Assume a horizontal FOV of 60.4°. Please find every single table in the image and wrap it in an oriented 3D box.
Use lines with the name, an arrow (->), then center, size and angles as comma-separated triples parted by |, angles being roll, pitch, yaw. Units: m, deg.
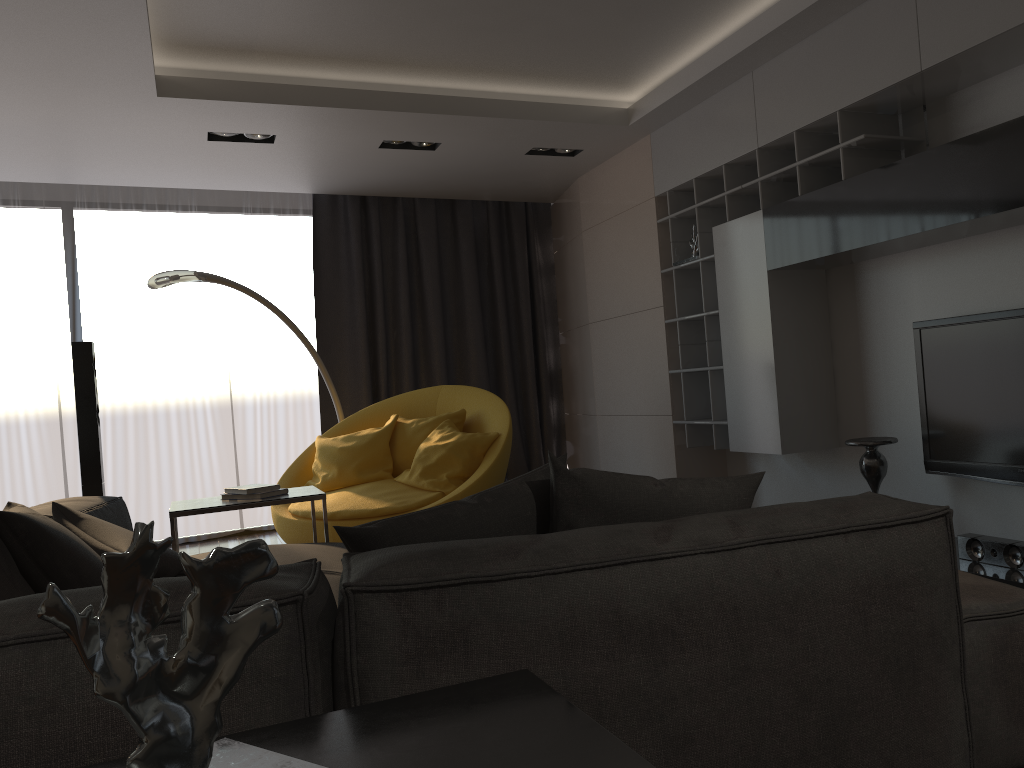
table -> -0.169, 0.681, 0.861 | 0.626, 0.563, 0.432 | -4, 0, -23
table -> -1.128, 0.774, 3.818 | 0.626, 0.563, 0.432 | -4, 0, -23

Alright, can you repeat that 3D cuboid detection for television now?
television -> 2.097, 0.052, 3.542 | 0.150, 0.714, 1.058 | -4, 0, -20

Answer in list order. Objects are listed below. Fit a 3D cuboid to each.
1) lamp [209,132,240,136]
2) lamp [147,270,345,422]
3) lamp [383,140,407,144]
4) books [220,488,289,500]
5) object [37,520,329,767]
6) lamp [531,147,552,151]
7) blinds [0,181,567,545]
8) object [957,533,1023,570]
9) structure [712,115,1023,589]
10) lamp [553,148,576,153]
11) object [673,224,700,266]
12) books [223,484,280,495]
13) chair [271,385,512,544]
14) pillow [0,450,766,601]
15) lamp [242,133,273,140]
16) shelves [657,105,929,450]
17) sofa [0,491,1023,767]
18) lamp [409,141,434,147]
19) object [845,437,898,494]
lamp -> -1.639, -1.450, 5.010 | 0.185, 0.077, 0.169 | -4, 0, -27
lamp -> -0.487, 0.132, 6.588 | 4.474, 1.779, 0.550 | -4, -1, -43
lamp -> -0.723, -1.518, 5.423 | 0.178, 0.077, 0.175 | -4, 0, -3
books -> -1.122, 0.479, 3.834 | 0.222, 0.023, 0.170 | -5, 0, 27
object -> -0.315, 0.265, 0.784 | 0.270, 0.287, 0.299 | -5, -1, 38
lamp -> 0.193, -1.586, 5.836 | 0.178, 0.077, 0.175 | -4, 0, -3
blinds -> -3.045, -0.225, 5.913 | 7.867, 2.894, 0.712 | -4, 0, -31
object -> 1.923, 0.660, 3.463 | 0.075, 0.094, 0.346 | -4, 0, -20
structure -> 1.813, -0.067, 3.771 | 0.499, 1.766, 2.771 | -4, 0, -20
lamp -> 0.364, -1.599, 5.913 | 0.181, 0.077, 0.173 | -4, 0, -10
object -> 1.167, -0.856, 5.367 | 0.296, 0.227, 0.273 | -4, 0, -22
books -> -1.136, 0.458, 3.841 | 0.194, 0.022, 0.163 | -5, -1, 44
chair -> -0.689, 0.527, 5.202 | 1.443, 1.005, 1.193 | -5, 0, 34
pillow -> -0.619, 0.395, 1.875 | 2.006, 0.431, 1.105 | -5, 0, 29
lamp -> -1.468, -1.463, 5.087 | 0.181, 0.077, 0.173 | -4, 0, -10
shelves -> 1.464, -0.438, 4.809 | 0.394, 1.600, 1.846 | -4, 0, -20
sofa -> -0.225, 0.622, 2.451 | 2.806, 0.704, 2.422 | -4, 0, -13
lamp -> -0.552, -1.531, 5.500 | 0.181, 0.077, 0.173 | -4, 0, -10
object -> 1.694, 0.492, 4.103 | 0.252, 0.475, 0.227 | -4, 0, -30
